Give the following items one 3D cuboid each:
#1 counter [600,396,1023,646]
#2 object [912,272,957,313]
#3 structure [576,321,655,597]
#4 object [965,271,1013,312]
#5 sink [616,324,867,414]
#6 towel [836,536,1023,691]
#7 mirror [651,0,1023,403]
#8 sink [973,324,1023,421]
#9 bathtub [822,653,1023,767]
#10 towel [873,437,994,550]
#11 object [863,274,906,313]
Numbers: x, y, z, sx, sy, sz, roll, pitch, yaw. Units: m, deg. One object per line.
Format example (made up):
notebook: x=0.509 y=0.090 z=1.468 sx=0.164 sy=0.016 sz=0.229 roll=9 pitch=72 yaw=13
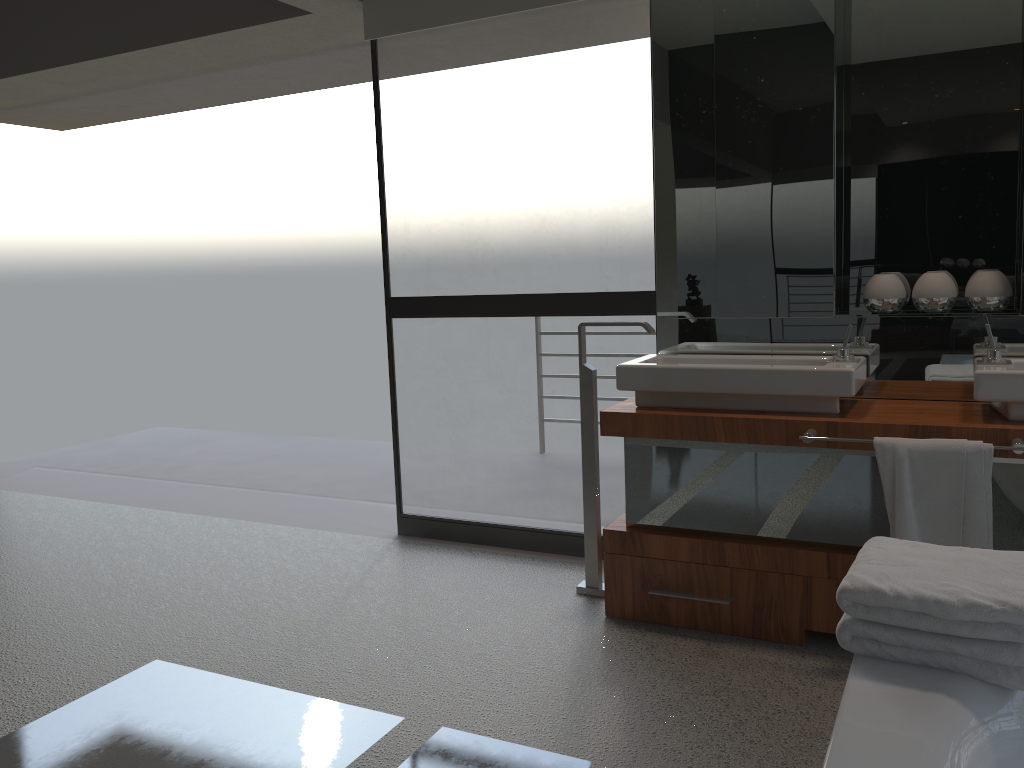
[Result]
counter: x=1.210 y=0.437 z=2.717 sx=1.848 sy=0.703 sz=0.525 roll=2 pitch=8 yaw=27
object: x=1.399 y=-0.303 z=2.938 sx=0.136 sy=0.130 sz=0.136 roll=-5 pitch=8 yaw=-20
structure: x=0.367 y=0.274 z=3.150 sx=0.303 sy=0.987 sz=0.069 roll=1 pitch=8 yaw=27
object: x=1.540 y=-0.299 z=2.866 sx=0.136 sy=0.130 sz=0.136 roll=-5 pitch=8 yaw=-20
sink: x=0.756 y=-0.063 z=2.938 sx=0.750 sy=0.265 sz=0.352 roll=2 pitch=8 yaw=27
towel: x=0.763 y=0.393 z=1.584 sx=0.305 sy=0.145 sz=0.322 roll=2 pitch=8 yaw=30
mirror: x=1.363 y=-0.752 z=2.911 sx=1.790 sy=1.616 sz=0.253 roll=1 pitch=8 yaw=27
sink: x=1.701 y=-0.036 z=2.455 sx=0.750 sy=0.265 sz=0.352 roll=2 pitch=8 yaw=27
bathtub: x=0.889 y=0.820 z=0.675 sx=1.327 sy=0.504 sz=1.960 roll=2 pitch=8 yaw=27
towel: x=1.149 y=0.331 z=2.427 sx=0.302 sy=0.368 sz=0.079 roll=2 pitch=8 yaw=28
object: x=1.263 y=-0.307 z=3.007 sx=0.136 sy=0.130 sz=0.136 roll=-5 pitch=8 yaw=-20
